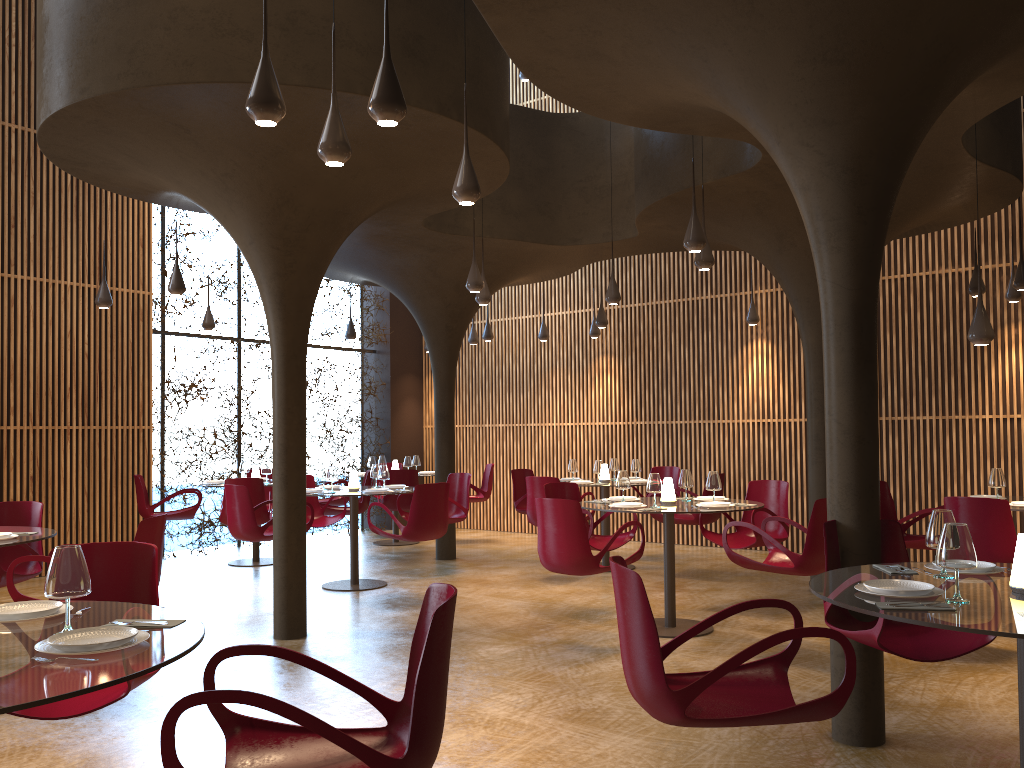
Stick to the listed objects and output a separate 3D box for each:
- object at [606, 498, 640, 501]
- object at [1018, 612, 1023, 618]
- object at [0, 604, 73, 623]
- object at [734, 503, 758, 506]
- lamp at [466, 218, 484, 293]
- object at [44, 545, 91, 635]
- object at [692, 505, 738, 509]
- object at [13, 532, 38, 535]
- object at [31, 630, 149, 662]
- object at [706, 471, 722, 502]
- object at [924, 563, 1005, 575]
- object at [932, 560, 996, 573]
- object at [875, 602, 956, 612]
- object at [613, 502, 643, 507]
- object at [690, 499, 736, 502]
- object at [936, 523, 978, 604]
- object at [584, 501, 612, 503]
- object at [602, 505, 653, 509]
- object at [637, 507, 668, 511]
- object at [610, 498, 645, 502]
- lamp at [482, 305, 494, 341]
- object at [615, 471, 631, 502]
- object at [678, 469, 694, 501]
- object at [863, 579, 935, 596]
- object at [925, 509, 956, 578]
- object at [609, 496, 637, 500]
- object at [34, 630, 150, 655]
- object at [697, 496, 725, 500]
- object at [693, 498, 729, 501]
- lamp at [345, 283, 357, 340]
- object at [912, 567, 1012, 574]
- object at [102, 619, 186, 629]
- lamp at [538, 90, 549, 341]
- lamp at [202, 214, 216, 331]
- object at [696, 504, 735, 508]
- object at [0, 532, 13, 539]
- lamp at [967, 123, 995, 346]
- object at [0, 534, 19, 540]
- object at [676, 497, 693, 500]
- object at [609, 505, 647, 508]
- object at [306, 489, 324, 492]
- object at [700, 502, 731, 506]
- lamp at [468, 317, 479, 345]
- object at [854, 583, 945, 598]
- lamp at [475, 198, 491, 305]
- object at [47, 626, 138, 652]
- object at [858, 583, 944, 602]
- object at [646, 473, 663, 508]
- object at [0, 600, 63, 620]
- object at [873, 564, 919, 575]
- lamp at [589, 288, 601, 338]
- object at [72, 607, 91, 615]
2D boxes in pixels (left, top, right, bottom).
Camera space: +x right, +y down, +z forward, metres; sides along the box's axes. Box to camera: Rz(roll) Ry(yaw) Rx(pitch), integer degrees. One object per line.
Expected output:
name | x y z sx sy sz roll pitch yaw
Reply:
object | 1.055 1.100 8.430 0.332 0.014 0.332 1 -3 -26
object | 1.966 0.795 3.014 0.410 0.012 0.204 0 -3 -4
object | -1.813 0.852 3.291 0.332 0.014 0.332 -4 -4 45
object | 2.020 1.062 7.797 0.126 0.017 0.262 1 -4 -32
lamp | -0.442 -4.136 9.758 0.196 6.272 0.196 0 -2 -18
object | -1.493 0.694 2.980 0.142 0.295 0.142 0 -2 -21
object | 1.751 1.051 7.648 0.411 0.012 0.204 2 -4 -37
object | -3.418 1.031 6.095 0.262 0.017 0.126 0 -3 -4
object | -1.327 0.821 2.807 0.204 0.012 0.411 -1 -3 -2
object | 1.794 0.925 7.885 0.142 0.295 0.142 -1 -2 12
object | 2.081 0.851 4.083 0.332 0.014 0.332 -2 -3 21
object | 2.081 0.841 4.083 0.263 0.029 0.263 1 -3 -24
object | 1.479 0.820 3.257 0.262 0.017 0.126 -1 -3 10
object | 1.003 1.051 7.688 0.263 0.029 0.263 1 -4 -34
object | 1.873 1.086 8.322 0.411 0.012 0.204 -4 -4 44
object | 1.690 0.679 3.371 0.142 0.295 0.142 -2 -3 43
object | 0.801 1.101 8.266 0.126 0.017 0.262 2 -4 -36
object | 1.000 1.062 7.691 0.204 0.012 0.411 2 -4 -42
object | 1.174 1.052 7.438 0.262 0.017 0.126 2 -4 -38
object | 1.058 1.102 8.433 0.411 0.012 0.204 2 -4 -40
lamp | -0.438 -3.852 14.951 0.196 6.272 0.196 1 -2 -38
object | 1.028 0.951 8.202 0.142 0.295 0.142 0 -2 -15
object | 1.635 0.951 8.331 0.142 0.295 0.142 0 -2 -20
object | 1.549 0.818 3.552 0.263 0.029 0.263 0 -3 -6
object | 1.909 0.707 3.928 0.142 0.295 0.142 0 -2 -19
object | 1.055 1.091 8.430 0.263 0.029 0.263 -4 -4 44
object | -1.327 0.820 2.811 0.332 0.014 0.332 -3 -4 41
object | 1.869 1.075 8.325 0.263 0.029 0.263 -3 -4 39
object | 1.869 1.085 8.325 0.332 0.014 0.332 -2 -3 19
lamp | -2.663 -3.849 14.541 0.196 6.272 0.196 0 -2 -28
object | 2.086 0.852 4.084 0.410 0.012 0.204 -1 -3 0
object | -1.295 0.843 3.112 0.262 0.017 0.126 -1 -3 3
lamp | 0.498 -3.860 15.012 0.196 6.272 0.196 1 -2 -38
lamp | -4.452 -3.914 12.991 0.196 6.272 0.196 0 -2 -28
object | 1.755 1.050 7.651 0.332 0.014 0.332 0 -3 -19
object | -3.415 0.998 5.794 0.263 0.029 0.263 0 -3 -7
lamp | 3.751 -3.449 7.241 0.196 6.272 0.196 0 -2 -8
object | -3.415 1.007 5.793 0.332 0.014 0.332 1 -4 -30
object | 1.681 1.107 8.561 0.262 0.017 0.126 2 -4 -42
object | 1.004 1.060 7.688 0.332 0.014 0.332 -2 -4 27
object | -2.288 1.223 10.147 0.263 0.029 0.263 2 -4 -44
object | 1.755 1.040 7.652 0.263 0.029 0.263 2 -4 -45
lamp | -0.705 -3.819 15.508 0.196 6.272 0.196 -1 -2 22
object | 1.549 0.828 3.552 0.332 0.014 0.332 -2 -3 23
lamp | -0.379 -4.085 10.718 0.196 6.272 0.196 0 -2 -18
object | -1.327 0.811 2.812 0.263 0.029 0.263 -3 -4 35
object | 1.549 0.829 3.556 0.204 0.012 0.411 -1 -3 6
object | 1.234 0.920 7.672 0.142 0.295 0.142 -2 -2 29
object | -1.813 0.842 3.291 0.263 0.029 0.263 0 -3 -16
object | 1.782 0.864 4.125 0.126 0.017 0.262 -1 -3 4
lamp | 1.321 -3.891 14.609 0.196 6.272 0.196 0 -2 -28
object | -1.809 0.853 3.292 0.410 0.012 0.204 0 -3 -11
